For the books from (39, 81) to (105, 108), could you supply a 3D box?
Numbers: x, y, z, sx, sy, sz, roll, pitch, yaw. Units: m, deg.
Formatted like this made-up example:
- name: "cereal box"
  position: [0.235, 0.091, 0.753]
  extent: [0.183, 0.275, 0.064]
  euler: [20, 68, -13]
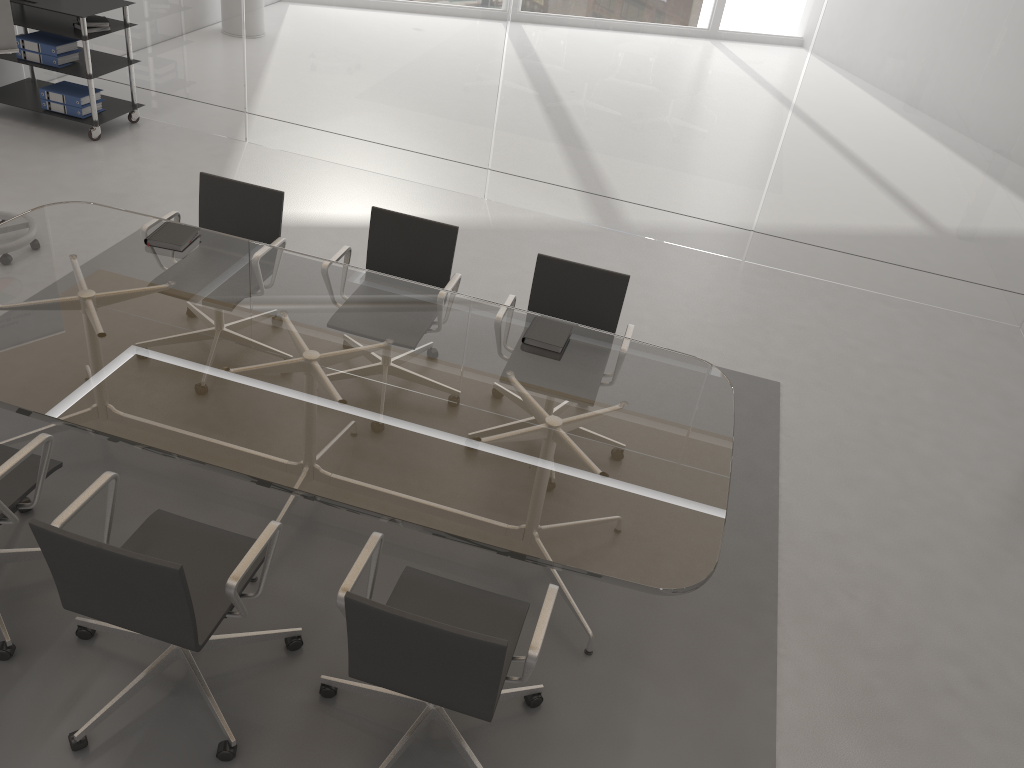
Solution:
- name: "books"
  position: [-3.112, -2.052, 6.279]
  extent: [0.320, 0.077, 0.263]
  euler: [15, 34, 8]

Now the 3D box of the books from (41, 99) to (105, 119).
- name: "books"
  position: [-3.123, -1.991, 6.319]
  extent: [0.320, 0.077, 0.263]
  euler: [15, 34, 8]

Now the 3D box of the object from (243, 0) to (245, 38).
- name: "object"
  position: [-2.611, -4.409, 8.540]
  extent: [0.436, 1.967, 0.436]
  euler: [33, 40, 31]

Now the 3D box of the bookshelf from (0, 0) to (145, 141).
- name: "bookshelf"
  position: [-3.236, -2.303, 6.294]
  extent: [0.985, 0.855, 0.567]
  euler: [15, 34, 8]

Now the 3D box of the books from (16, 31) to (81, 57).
- name: "books"
  position: [-3.206, -2.353, 6.133]
  extent: [0.320, 0.077, 0.263]
  euler: [15, 34, 8]

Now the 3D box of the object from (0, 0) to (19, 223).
- name: "object"
  position: [-2.733, -1.593, 4.273]
  extent: [0.560, 2.088, 0.553]
  euler: [7, 34, -4]

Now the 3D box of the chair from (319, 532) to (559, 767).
- name: "chair"
  position: [-0.202, 0.747, 2.627]
  extent: [0.731, 0.805, 0.710]
  euler: [6, 34, -6]

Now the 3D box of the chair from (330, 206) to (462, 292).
- name: "chair"
  position: [-0.563, -0.287, 4.053]
  extent: [0.731, 0.805, 0.710]
  euler: [5, 34, -7]

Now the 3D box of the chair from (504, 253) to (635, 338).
- name: "chair"
  position: [0.198, -0.045, 3.889]
  extent: [0.731, 0.805, 0.710]
  euler: [5, 34, -7]

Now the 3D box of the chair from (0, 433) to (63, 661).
- name: "chair"
  position: [-1.768, 0.329, 2.848]
  extent: [0.731, 0.805, 0.710]
  euler: [6, 34, -6]

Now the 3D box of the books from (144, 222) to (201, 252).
- name: "books"
  position: [-1.420, -0.619, 3.717]
  extent: [0.164, 0.032, 0.183]
  euler: [11, 34, 3]

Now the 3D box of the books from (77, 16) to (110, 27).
- name: "books"
  position: [-2.854, -2.472, 6.044]
  extent: [0.183, 0.032, 0.164]
  euler: [-13, 40, -30]

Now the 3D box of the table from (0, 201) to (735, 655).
- name: "table"
  position: [-0.771, 0.179, 3.386]
  extent: [3.054, 0.721, 1.372]
  euler: [15, 34, 8]

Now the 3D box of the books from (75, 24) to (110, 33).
- name: "books"
  position: [-2.864, -2.440, 6.054]
  extent: [0.146, 0.028, 0.170]
  euler: [26, 37, 23]

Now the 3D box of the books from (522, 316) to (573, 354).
- name: "books"
  position: [0.140, -0.194, 3.487]
  extent: [0.164, 0.032, 0.183]
  euler: [16, 34, 9]

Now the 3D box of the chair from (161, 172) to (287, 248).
- name: "chair"
  position: [-1.371, -0.457, 4.098]
  extent: [0.731, 0.805, 0.710]
  euler: [5, 34, -7]

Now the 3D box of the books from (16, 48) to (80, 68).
- name: "books"
  position: [-3.217, -2.293, 6.172]
  extent: [0.320, 0.077, 0.263]
  euler: [15, 34, 8]

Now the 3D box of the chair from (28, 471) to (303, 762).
- name: "chair"
  position: [-1.010, 0.574, 2.678]
  extent: [0.731, 0.805, 0.710]
  euler: [6, 34, -6]

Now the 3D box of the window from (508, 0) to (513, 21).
- name: "window"
  position: [1.661, -6.506, 10.417]
  extent: [8.533, 4.498, 0.100]
  euler: [-2, 36, -17]
